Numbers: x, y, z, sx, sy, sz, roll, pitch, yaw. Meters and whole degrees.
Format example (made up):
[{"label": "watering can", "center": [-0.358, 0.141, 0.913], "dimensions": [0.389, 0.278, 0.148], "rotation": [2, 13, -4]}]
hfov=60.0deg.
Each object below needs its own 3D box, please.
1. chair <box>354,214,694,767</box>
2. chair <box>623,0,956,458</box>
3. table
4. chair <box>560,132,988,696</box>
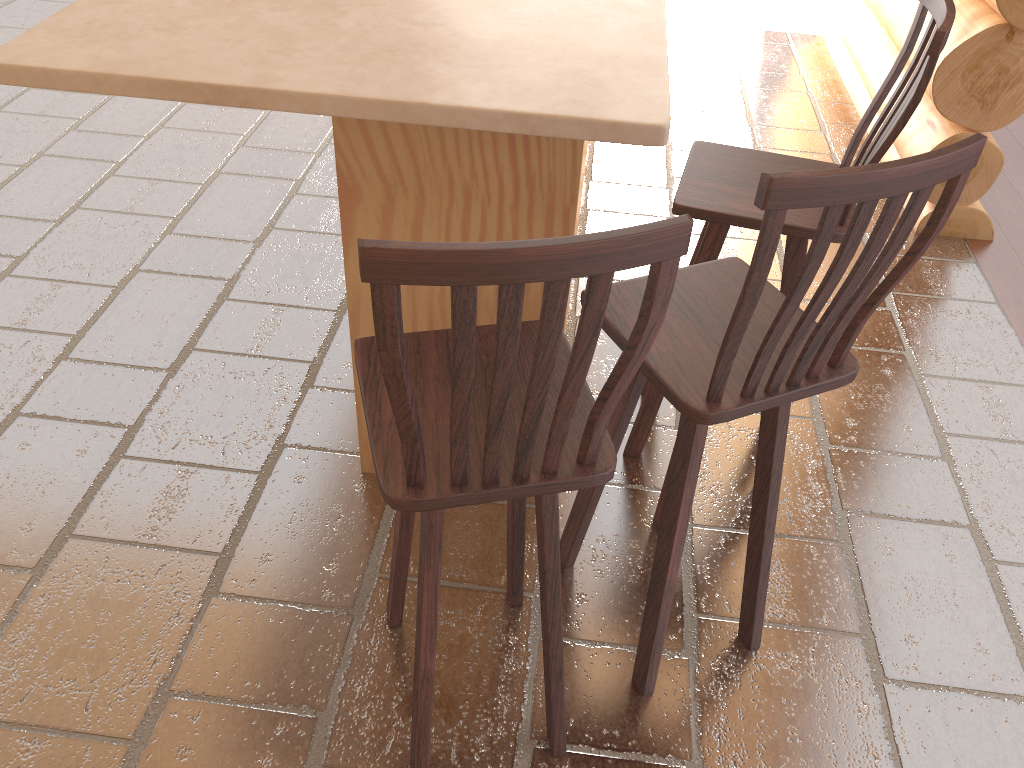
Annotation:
[{"label": "chair", "center": [-0.058, 0.193, 1.622], "dimensions": [0.406, 1.319, 0.504], "rotation": [-6, 41, -12]}, {"label": "chair", "center": [0.654, -0.341, 2.324], "dimensions": [0.504, 1.319, 0.406], "rotation": [13, 40, 11]}, {"label": "table", "center": [-0.174, -1.014, 3.126], "dimensions": [1.196, 1.257, 3.220], "rotation": [6, 40, 3]}, {"label": "chair", "center": [0.403, 0.056, 1.824], "dimensions": [0.406, 1.319, 0.504], "rotation": [-14, 43, -21]}]
